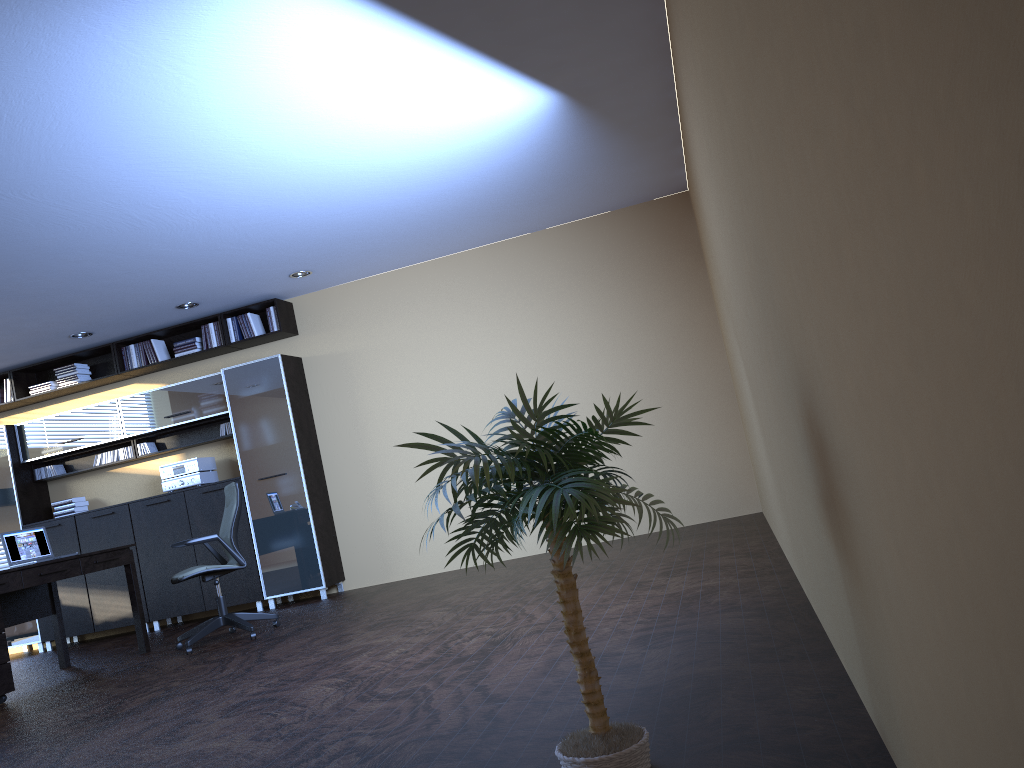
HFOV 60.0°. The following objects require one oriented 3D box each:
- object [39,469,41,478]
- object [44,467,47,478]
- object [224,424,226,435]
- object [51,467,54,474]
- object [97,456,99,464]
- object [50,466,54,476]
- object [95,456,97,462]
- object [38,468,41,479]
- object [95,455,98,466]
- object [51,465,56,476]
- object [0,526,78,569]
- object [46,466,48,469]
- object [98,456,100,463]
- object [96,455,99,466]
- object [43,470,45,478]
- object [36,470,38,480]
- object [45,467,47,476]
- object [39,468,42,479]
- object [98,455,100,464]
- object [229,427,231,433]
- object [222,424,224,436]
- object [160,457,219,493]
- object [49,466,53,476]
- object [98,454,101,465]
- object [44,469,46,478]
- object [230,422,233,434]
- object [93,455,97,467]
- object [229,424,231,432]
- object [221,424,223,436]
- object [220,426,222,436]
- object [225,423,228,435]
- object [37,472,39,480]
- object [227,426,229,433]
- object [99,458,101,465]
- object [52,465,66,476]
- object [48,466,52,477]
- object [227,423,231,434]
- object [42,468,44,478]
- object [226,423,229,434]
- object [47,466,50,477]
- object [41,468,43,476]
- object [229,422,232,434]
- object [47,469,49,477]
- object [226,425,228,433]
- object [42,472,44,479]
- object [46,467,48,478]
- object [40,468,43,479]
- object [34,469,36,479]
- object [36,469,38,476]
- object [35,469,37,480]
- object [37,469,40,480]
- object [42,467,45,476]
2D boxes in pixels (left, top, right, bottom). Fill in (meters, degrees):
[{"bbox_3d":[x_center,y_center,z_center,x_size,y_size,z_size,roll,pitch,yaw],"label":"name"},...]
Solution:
[{"bbox_3d":[-5.041,0.965,9.566,0.006,0.118,0.140,-13,-5,12],"label":"object"},{"bbox_3d":[-4.974,0.950,9.552,0.009,0.120,0.142,-13,-5,12],"label":"object"},{"bbox_3d":[-2.906,0.465,9.082,0.030,0.120,0.142,-13,-5,12],"label":"object"},{"bbox_3d":[-4.886,0.930,9.534,0.030,0.120,0.142,-13,-5,12],"label":"object"},{"bbox_3d":[-4.347,0.806,9.406,0.055,0.109,0.140,-13,-5,12],"label":"object"},{"bbox_3d":[-4.897,0.932,9.532,0.030,0.120,0.142,-13,-5,12],"label":"object"},{"bbox_3d":[-4.374,0.813,9.421,0.059,0.112,0.142,-13,-5,12],"label":"object"},{"bbox_3d":[-5.050,0.968,9.573,0.009,0.120,0.142,-13,-5,12],"label":"object"},{"bbox_3d":[-4.365,0.810,9.414,0.059,0.112,0.142,-13,-5,12],"label":"object"},{"bbox_3d":[-4.878,0.927,9.525,0.030,0.120,0.142,-13,-5,12],"label":"object"},{"bbox_3d":[-3.641,1.235,6.832,0.323,0.282,0.390,-14,-5,22],"label":"object"},{"bbox_3d":[-4.946,0.943,9.544,0.009,0.120,0.142,-13,-5,12],"label":"object"},{"bbox_3d":[-4.336,0.804,9.408,0.055,0.109,0.140,-13,-5,12],"label":"object"},{"bbox_3d":[-4.356,0.808,9.411,0.059,0.112,0.142,-13,-5,12],"label":"object"},{"bbox_3d":[-4.994,0.954,9.552,0.006,0.118,0.140,-13,-5,12],"label":"object"},{"bbox_3d":[-5.079,0.974,9.574,0.006,0.118,0.140,-13,-5,12],"label":"object"},{"bbox_3d":[-4.965,0.947,9.547,0.009,0.120,0.142,-13,-5,12],"label":"object"},{"bbox_3d":[-5.032,0.963,9.564,0.009,0.120,0.142,-13,-5,12],"label":"object"},{"bbox_3d":[-4.336,0.804,9.409,0.059,0.112,0.142,-13,-5,12],"label":"object"},{"bbox_3d":[-2.847,0.451,9.071,0.009,0.120,0.142,-13,-5,12],"label":"object"},{"bbox_3d":[-2.925,0.470,9.088,0.030,0.120,0.142,-13,-5,12],"label":"object"},{"bbox_3d":[-3.280,0.923,9.000,0.431,0.281,0.363,-13,-5,12],"label":"object"},{"bbox_3d":[-4.906,0.934,9.533,0.026,0.117,0.140,-13,-5,12],"label":"object"},{"bbox_3d":[-4.327,0.801,9.403,0.055,0.109,0.140,-13,-5,12],"label":"object"},{"bbox_3d":[-4.983,0.952,9.555,0.009,0.120,0.142,-13,-5,12],"label":"object"},{"bbox_3d":[-2.830,0.446,9.058,0.009,0.120,0.142,-13,-5,12],"label":"object"},{"bbox_3d":[-4.386,0.814,9.413,0.059,0.112,0.142,-13,-5,12],"label":"object"},{"bbox_3d":[-2.842,0.448,9.052,0.006,0.118,0.140,-13,-5,12],"label":"object"},{"bbox_3d":[-2.935,0.472,9.090,0.030,0.120,0.142,-13,-5,12],"label":"object"},{"bbox_3d":[-2.949,0.476,9.093,0.040,0.118,0.142,-13,-5,12],"label":"object"},{"bbox_3d":[-2.886,0.460,9.077,0.009,0.120,0.142,-13,-5,12],"label":"object"},{"bbox_3d":[-5.070,0.972,9.572,0.006,0.118,0.140,-13,-5,12],"label":"object"},{"bbox_3d":[-2.867,0.456,9.071,0.009,0.120,0.142,-13,-5,12],"label":"object"},{"bbox_3d":[-4.326,0.801,9.410,0.059,0.112,0.142,-13,-5,12],"label":"object"},{"bbox_3d":[-4.863,0.925,9.525,0.040,0.118,0.142,-13,-5,12],"label":"object"},{"bbox_3d":[-4.926,0.938,9.542,0.009,0.120,0.142,-13,-5,12],"label":"object"},{"bbox_3d":[-2.860,0.453,9.059,0.009,0.120,0.142,-13,-5,12],"label":"object"},{"bbox_3d":[-5.003,0.956,9.554,0.006,0.118,0.140,-13,-5,12],"label":"object"},{"bbox_3d":[-2.876,0.458,9.077,0.009,0.120,0.142,-13,-5,12],"label":"object"},{"bbox_3d":[-4.936,0.940,9.540,0.009,0.120,0.142,-13,-5,12],"label":"object"},{"bbox_3d":[-5.013,0.958,9.557,0.006,0.118,0.140,-13,-5,12],"label":"object"},{"bbox_3d":[-2.839,0.449,9.063,0.009,0.120,0.142,-13,-5,12],"label":"object"},{"bbox_3d":[-4.946,0.943,9.541,0.006,0.118,0.140,-13,-5,12],"label":"object"},{"bbox_3d":[-2.878,0.458,9.070,0.006,0.118,0.140,-13,-5,12],"label":"object"},{"bbox_3d":[-5.013,0.959,9.559,0.009,0.120,0.142,-13,-5,12],"label":"object"},{"bbox_3d":[-4.955,0.945,9.545,0.009,0.120,0.142,-13,-5,12],"label":"object"},{"bbox_3d":[-5.023,0.961,9.560,0.009,0.120,0.142,-13,-5,12],"label":"object"},{"bbox_3d":[-5.099,0.979,9.579,0.009,0.120,0.142,-13,-5,12],"label":"object"},{"bbox_3d":[-5.079,0.974,9.578,0.009,0.120,0.142,-13,-5,12],"label":"object"},{"bbox_3d":[-5.090,0.976,9.575,0.009,0.120,0.142,-13,-5,12],"label":"object"},{"bbox_3d":[-5.061,0.970,9.569,0.009,0.120,0.142,-13,-5,12],"label":"object"},{"bbox_3d":[-4.994,0.954,9.554,0.009,0.120,0.142,-13,-5,12],"label":"object"}]
